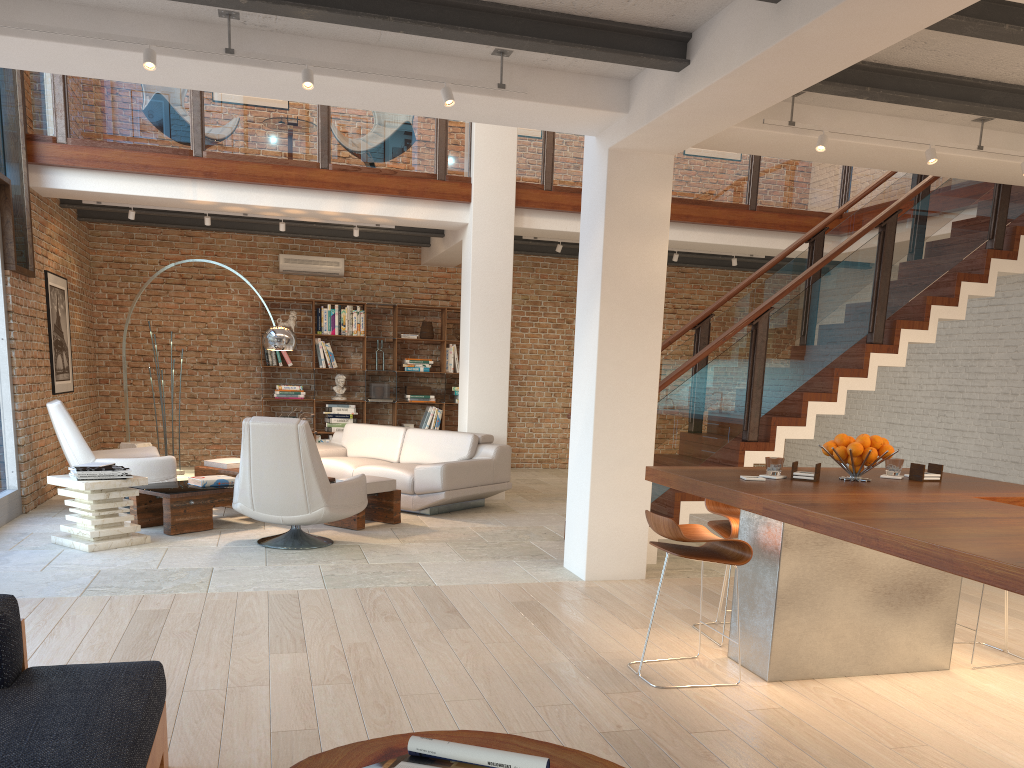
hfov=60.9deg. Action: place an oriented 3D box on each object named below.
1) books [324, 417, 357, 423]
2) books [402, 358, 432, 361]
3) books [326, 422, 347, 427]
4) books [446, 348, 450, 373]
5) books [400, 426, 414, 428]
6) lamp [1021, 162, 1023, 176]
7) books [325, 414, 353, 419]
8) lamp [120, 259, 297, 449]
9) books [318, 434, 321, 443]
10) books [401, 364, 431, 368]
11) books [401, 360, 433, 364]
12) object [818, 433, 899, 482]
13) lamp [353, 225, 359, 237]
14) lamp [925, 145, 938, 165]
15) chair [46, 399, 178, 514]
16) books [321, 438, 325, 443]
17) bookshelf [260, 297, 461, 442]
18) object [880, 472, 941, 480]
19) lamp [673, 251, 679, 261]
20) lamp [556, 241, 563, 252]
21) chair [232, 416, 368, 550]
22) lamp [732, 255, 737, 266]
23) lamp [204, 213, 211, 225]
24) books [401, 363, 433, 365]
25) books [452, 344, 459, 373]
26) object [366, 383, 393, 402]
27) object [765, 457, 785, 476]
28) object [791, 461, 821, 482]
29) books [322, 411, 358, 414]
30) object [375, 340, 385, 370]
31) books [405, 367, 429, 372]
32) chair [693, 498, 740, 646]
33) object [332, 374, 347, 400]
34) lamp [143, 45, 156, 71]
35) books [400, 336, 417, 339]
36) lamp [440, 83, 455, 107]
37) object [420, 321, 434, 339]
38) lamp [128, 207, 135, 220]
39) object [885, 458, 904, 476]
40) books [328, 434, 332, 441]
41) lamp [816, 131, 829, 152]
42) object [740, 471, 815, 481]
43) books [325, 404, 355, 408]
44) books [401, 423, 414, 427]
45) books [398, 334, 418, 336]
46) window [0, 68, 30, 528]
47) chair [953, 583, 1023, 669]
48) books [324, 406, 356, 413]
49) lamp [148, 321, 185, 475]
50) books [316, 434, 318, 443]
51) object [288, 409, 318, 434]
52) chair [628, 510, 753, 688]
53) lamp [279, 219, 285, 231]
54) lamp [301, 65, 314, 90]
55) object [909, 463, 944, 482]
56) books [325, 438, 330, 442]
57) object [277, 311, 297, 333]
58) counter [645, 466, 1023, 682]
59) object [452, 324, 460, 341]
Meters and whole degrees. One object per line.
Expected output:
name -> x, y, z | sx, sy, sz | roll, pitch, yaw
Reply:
books -> -2.288, 0.484, 11.639 | 0.379, 0.066, 0.240 | 2, 2, -29
books -> -1.285, -0.328, 11.767 | 0.356, 0.021, 0.267 | 2, 1, -17
books -> -2.305, 0.544, 11.663 | 0.362, 0.057, 0.277 | 2, 1, -13
books -> -0.904, -0.323, 11.863 | 0.055, 0.337, 0.248 | -1, 8, -16
books -> -1.440, 0.586, 11.915 | 0.162, 0.017, 0.247 | 2, 1, -16
lamp -> 3.333, -1.406, 5.640 | 0.061, 0.132, 0.084 | 0, 8, -14
books -> -2.309, 0.422, 11.609 | 0.326, 0.057, 0.250 | 2, 1, -21
lamp -> -3.010, -0.018, 8.621 | 2.021, 2.409, 0.311 | 4, 11, 20
books -> -2.579, 0.867, 11.659 | 0.036, 0.393, 0.237 | -1, 9, -16
books -> -1.302, -0.244, 11.778 | 0.380, 0.037, 0.239 | 2, 1, -16
books -> -1.278, -0.298, 11.755 | 0.379, 0.037, 0.239 | 2, 1, -22
object -> 1.659, 0.351, 4.178 | 0.359, 0.227, 0.362 | 5, 5, 39
lamp -> -1.677, -1.647, 9.387 | 0.061, 0.118, 0.092 | 1, 7, -9
lamp -> 2.617, -1.430, 5.439 | 0.061, 0.132, 0.084 | 0, 8, -14
chair -> -3.620, 0.651, 7.876 | 0.980, 1.022, 1.007 | -2, 7, -31
books -> -2.532, 0.896, 11.669 | 0.057, 0.338, 0.248 | -1, 8, -16
bookshelf -> -1.778, 0.063, 11.689 | 3.034, 2.255, 0.354 | 1, 11, -16
object -> 1.987, 0.456, 4.346 | 0.287, 0.035, 0.201 | 2, 1, -16
lamp -> 1.952, -1.519, 10.397 | 0.061, 0.132, 0.084 | 0, 8, -14
lamp -> 0.541, -1.566, 9.998 | 0.085, 0.132, 0.059 | 10, 12, 43
chair -> -1.675, 0.739, 6.619 | 1.027, 1.040, 0.949 | 2, 6, 1
lamp -> 2.706, -1.494, 10.602 | 0.059, 0.132, 0.086 | 8, 10, 34
lamp -> -3.132, -1.692, 8.969 | 0.061, 0.124, 0.084 | 0, 8, -14
books -> -1.283, -0.271, 11.767 | 0.379, 0.019, 0.240 | 2, 1, -23
books -> -0.783, -0.347, 11.913 | 0.101, 0.393, 0.237 | -1, 9, -16
object -> -1.775, 0.112, 11.683 | 0.336, 0.238, 0.277 | 1, 5, -16
object -> 1.250, 0.394, 4.157 | 0.091, 0.087, 0.089 | 2, 6, -1
object -> 1.390, 0.413, 4.123 | 0.113, 0.084, 0.092 | 5, 6, 29
books -> -2.295, 0.384, 11.618 | 0.444, 0.021, 0.267 | 2, 1, -16
object -> -1.751, -0.383, 11.569 | 0.121, 0.409, 0.060 | 0, 11, -13
books -> -1.281, -0.196, 11.785 | 0.326, 0.057, 0.250 | 2, 1, -6
chair -> 1.245, 0.987, 4.721 | 0.405, 0.794, 0.411 | 0, 9, -16
object -> -2.285, 0.037, 11.555 | 0.196, 0.359, 0.188 | 2, 9, 0
lamp -> -1.751, -1.580, 4.211 | 0.061, 0.124, 0.084 | 0, 8, -14
books -> -1.380, -0.622, 11.619 | 0.206, 0.034, 0.130 | 2, 1, -16
lamp -> -0.339, -1.528, 4.611 | 0.085, 0.132, 0.059 | 10, 12, 43
object -> -1.137, -0.713, 11.664 | 0.191, 0.238, 0.191 | 6, 8, 32
lamp -> -3.827, -1.711, 8.772 | 0.085, 0.132, 0.059 | 10, 12, 43
object -> 1.906, 0.416, 4.353 | 0.091, 0.087, 0.089 | 0, 6, -19
books -> -2.421, 0.870, 11.710 | 0.079, 0.394, 0.237 | -1, 9, -16
lamp -> 1.863, -1.455, 5.234 | 0.059, 0.132, 0.086 | 8, 10, 34
object -> 1.254, 0.432, 4.132 | 0.395, 0.035, 0.194 | 2, 1, -12
books -> -2.291, 0.289, 11.614 | 0.380, 0.037, 0.239 | 2, 1, -16
books -> -1.428, 0.561, 11.918 | 0.132, 0.034, 0.202 | 2, 1, -21
books -> -1.387, -0.649, 11.619 | 0.236, 0.019, 0.168 | 2, 1, -23
window -> -3.428, -2.008, 3.470 | 0.647, 6.537, 12.086 | -1, 4, -16
chair -> 2.445, 1.034, 4.510 | 0.422, 0.794, 0.393 | 0, 9, -16
books -> -2.290, 0.340, 11.629 | 0.379, 0.066, 0.239 | 2, 2, -21
lamp -> -4.126, 0.186, 10.405 | 0.413, 1.865, 0.196 | -8, 15, -44
books -> -2.610, 0.866, 11.634 | 0.036, 0.393, 0.237 | -1, 9, -16
object -> -2.013, 0.515, 7.930 | 0.537, 0.621, 0.311 | -4, 11, -44
chair -> 0.805, 0.979, 4.049 | 0.422, 0.794, 0.393 | 0, 9, -16
lamp -> -2.416, -1.664, 9.171 | 0.061, 0.132, 0.084 | 0, 8, -14
lamp -> -1.034, -1.551, 4.414 | 0.061, 0.132, 0.084 | 0, 8, -14
object -> 2.042, 0.435, 4.300 | 0.114, 0.084, 0.092 | 1, 6, -16
books -> -2.476, 0.897, 11.678 | 0.055, 0.337, 0.248 | -1, 8, -16
object -> -2.883, -0.804, 11.175 | 0.252, 0.290, 0.127 | 1, 9, -8
counter -> 1.820, 0.945, 3.646 | 1.686, 0.940, 2.447 | 1, 2, -16
object -> -0.597, -0.690, 11.860 | 0.435, 0.224, 0.429 | 4, 3, 26
